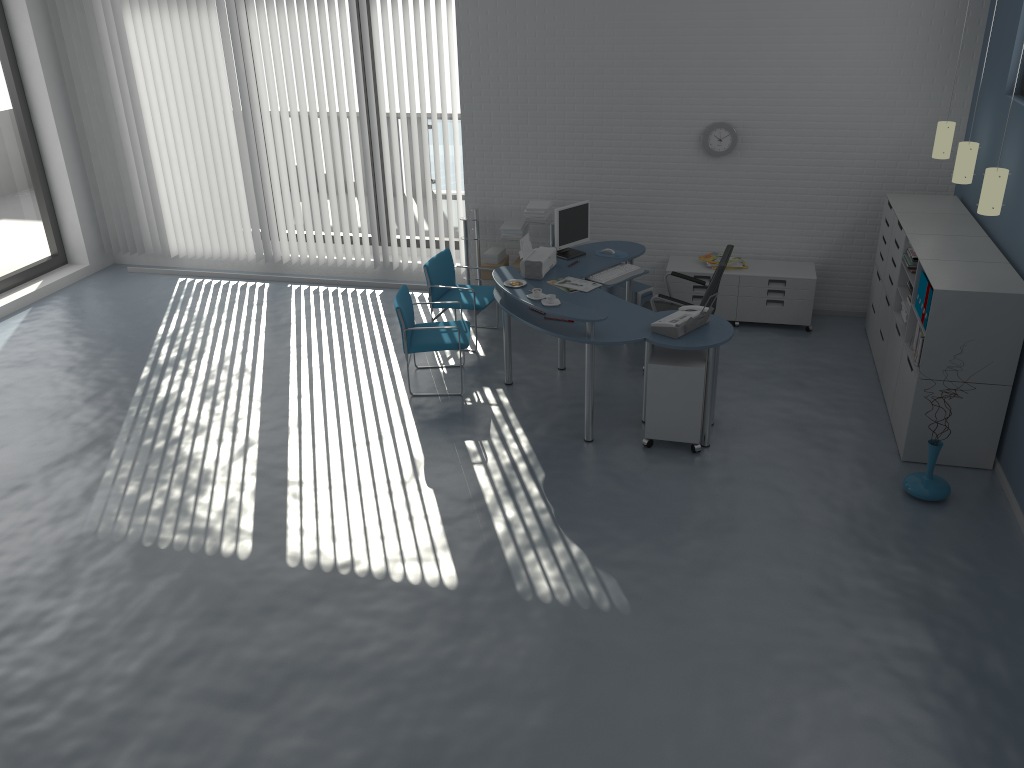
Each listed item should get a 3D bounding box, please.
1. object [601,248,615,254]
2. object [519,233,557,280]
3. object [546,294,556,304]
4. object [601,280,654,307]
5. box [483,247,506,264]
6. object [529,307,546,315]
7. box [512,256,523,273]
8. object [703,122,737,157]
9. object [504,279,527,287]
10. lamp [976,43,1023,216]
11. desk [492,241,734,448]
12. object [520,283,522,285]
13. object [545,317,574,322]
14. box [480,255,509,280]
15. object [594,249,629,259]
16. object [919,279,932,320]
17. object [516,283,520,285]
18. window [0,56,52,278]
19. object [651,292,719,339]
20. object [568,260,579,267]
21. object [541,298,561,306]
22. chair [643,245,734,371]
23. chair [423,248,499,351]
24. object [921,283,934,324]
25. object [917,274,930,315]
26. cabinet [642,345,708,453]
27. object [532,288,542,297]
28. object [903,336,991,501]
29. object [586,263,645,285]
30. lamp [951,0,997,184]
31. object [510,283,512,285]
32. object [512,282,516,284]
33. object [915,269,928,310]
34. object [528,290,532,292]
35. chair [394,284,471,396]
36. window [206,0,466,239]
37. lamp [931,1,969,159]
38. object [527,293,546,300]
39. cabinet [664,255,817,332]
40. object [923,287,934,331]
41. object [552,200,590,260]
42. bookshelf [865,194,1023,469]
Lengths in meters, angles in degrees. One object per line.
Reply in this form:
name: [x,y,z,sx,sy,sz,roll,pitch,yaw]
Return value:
object: [0.771,-1.070,7.132,0.115,0.035,0.054,10,28,22]
object: [0.191,-0.980,6.712,0.197,0.273,0.392,7,27,18]
object: [0.256,-0.550,5.735,0.062,0.049,0.078,16,31,32]
object: [0.971,-0.659,7.576,0.199,0.422,0.471,-22,32,-35]
box: [-0.158,-1.178,8.124,0.139,0.090,0.234,7,27,18]
object: [0.170,-0.500,6.016,0.013,0.013,0.178,-20,31,-33]
box: [0.130,-1.053,8.103,0.207,0.133,0.347,5,26,14]
object: [1.746,-2.052,7.437,0.279,0.277,0.041,5,26,13]
object: [0.022,-0.689,6.093,0.162,0.011,0.162,-17,30,-29]
lamp: [2.771,-1.806,4.816,0.120,1.786,0.120,-14,28,-23]
desk: [0.578,-0.396,6.503,1.402,0.900,2.282,-6,26,-9]
object: [0.059,-0.689,6.093,0.025,0.005,0.027,-10,27,-16]
object: [0.314,-0.426,5.859,0.200,0.010,0.011,9,28,22]
box: [-0.155,-1.078,8.172,0.207,0.133,0.347,3,26,9]
object: [0.804,-1.061,7.130,0.285,0.026,0.213,11,29,25]
object: [2.604,-0.511,5.406,0.181,0.247,0.082,5,26,13]
object: [0.042,-0.686,6.078,0.025,0.005,0.027,1,26,6]
window: [-5.219,-1.929,7.583,0.008,2.691,2.824,5,26,13]
object: [1.115,-0.487,5.625,0.399,0.280,0.405,22,34,40]
object: [0.480,-0.940,6.913,0.013,0.013,0.178,14,30,29]
object: [0.252,-0.526,5.740,0.119,0.016,0.119,-4,26,-6]
chair: [1.286,-0.553,6.729,0.652,0.948,0.584,7,27,18]
chair: [-0.407,-0.718,7.457,0.543,0.707,0.542,7,27,18]
object: [2.583,-0.476,5.333,0.181,0.247,0.082,5,26,13]
object: [2.624,-0.547,5.478,0.181,0.247,0.082,5,26,13]
cabinet: [1.102,0.053,5.880,0.383,0.605,0.559,6,27,15]
object: [0.166,-0.601,5.848,0.062,0.049,0.078,1,26,5]
object: [2.420,0.228,5.012,0.312,0.972,0.357,-6,26,-9]
object: [0.798,-0.858,6.863,0.478,0.028,0.276,-25,34,-39]
lamp: [2.967,-2.147,5.512,0.120,1.786,0.120,-14,28,-23]
object: [-0.004,-0.688,6.096,0.025,0.005,0.027,-21,31,-34]
object: [0.014,-0.694,6.097,0.025,0.005,0.027,7,27,18]
object: [2.645,-0.582,5.551,0.181,0.247,0.082,5,26,13]
object: [0.140,-0.620,5.933,0.025,0.021,0.119,-15,29,-25]
chair: [-0.587,-0.344,6.691,0.543,0.707,0.542,-2,26,0]
window: [-1.959,-2.742,8.862,3.635,2.562,0.008,5,26,13]
lamp: [3.164,-2.488,6.209,0.120,1.786,0.120,-14,28,-23]
object: [0.166,-0.577,5.851,0.119,0.016,0.119,-20,31,-33]
cabinet: [1.976,-0.796,7.730,1.259,0.484,0.447,5,26,13]
object: [2.563,-0.440,5.260,0.181,0.247,0.082,5,26,13]
object: [0.441,-1.227,7.046,0.365,0.417,0.212,-23,33,-37]
bookshelf: [2.972,-0.498,6.276,0.521,1.141,2.294,5,26,13]
